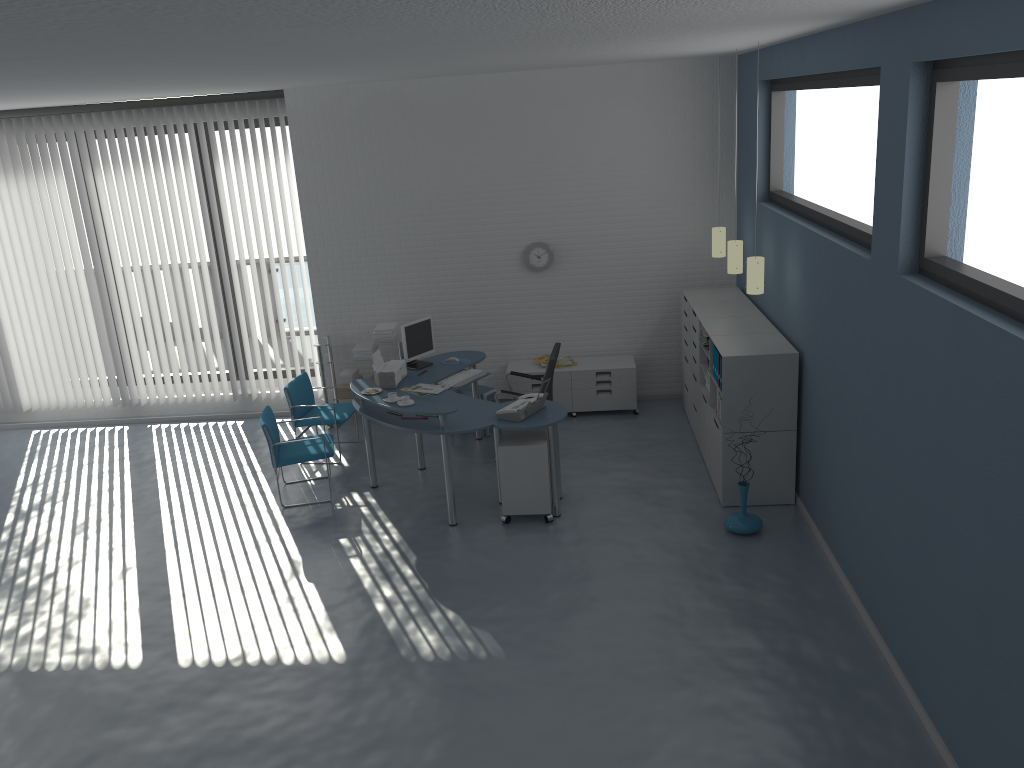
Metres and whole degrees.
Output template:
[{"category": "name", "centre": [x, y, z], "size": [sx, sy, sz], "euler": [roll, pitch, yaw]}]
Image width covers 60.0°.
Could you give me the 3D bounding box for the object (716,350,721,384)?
[{"category": "object", "centre": [1.593, -0.123, 6.484], "size": [0.181, 0.247, 0.082], "euler": [-3, 17, 4]}]

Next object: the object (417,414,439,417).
[{"category": "object", "centre": [-0.612, 0.235, 6.554], "size": [0.200, 0.010, 0.011], "euler": [3, 19, 21]}]

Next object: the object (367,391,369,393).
[{"category": "object", "centre": [-1.091, 0.061, 6.744], "size": [0.027, 0.005, 0.025], "euler": [11, 23, 39]}]

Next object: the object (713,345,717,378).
[{"category": "object", "centre": [1.602, -0.174, 6.642], "size": [0.181, 0.247, 0.082], "euler": [-3, 17, 4]}]

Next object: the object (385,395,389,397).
[{"category": "object", "centre": [-0.917, 0.089, 6.600], "size": [0.025, 0.021, 0.119], "euler": [-17, 22, -37]}]

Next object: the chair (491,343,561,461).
[{"category": "chair", "centre": [0.094, 0.175, 7.559], "size": [0.652, 0.948, 0.584], "euler": [-1, 18, 9]}]

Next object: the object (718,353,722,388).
[{"category": "object", "centre": [1.588, -0.098, 6.404], "size": [0.181, 0.247, 0.082], "euler": [-3, 17, 4]}]

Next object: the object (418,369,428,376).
[{"category": "object", "centre": [-0.771, -0.100, 7.658], "size": [0.013, 0.013, 0.178], "euler": [3, 19, 21]}]

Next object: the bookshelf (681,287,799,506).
[{"category": "bookshelf", "centre": [1.824, -0.004, 7.392], "size": [0.521, 1.141, 2.294], "euler": [-3, 17, 4]}]

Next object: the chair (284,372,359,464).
[{"category": "chair", "centre": [-1.697, 0.291, 8.008], "size": [0.543, 0.707, 0.542], "euler": [-1, 18, 9]}]

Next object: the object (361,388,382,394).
[{"category": "object", "centre": [-1.066, 0.058, 6.746], "size": [0.162, 0.011, 0.162], "euler": [-20, 23, -41]}]

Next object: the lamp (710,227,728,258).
[{"category": "lamp", "centre": [1.784, -1.988, 7.646], "size": [0.120, 1.786, 0.120], "euler": [-16, 21, -34]}]

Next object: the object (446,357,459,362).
[{"category": "object", "centre": [-0.533, -0.220, 7.940], "size": [0.115, 0.035, 0.054], "euler": [0, 18, 14]}]

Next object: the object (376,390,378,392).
[{"category": "object", "centre": [-1.030, 0.054, 6.752], "size": [0.025, 0.005, 0.027], "euler": [-13, 19, -27]}]

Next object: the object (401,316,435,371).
[{"category": "object", "centre": [-0.864, -0.357, 7.823], "size": [0.212, 0.417, 0.365], "euler": [9, 22, 36]}]

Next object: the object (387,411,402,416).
[{"category": "object", "centre": [-0.886, 0.217, 6.669], "size": [0.178, 0.013, 0.013], "euler": [11, 23, 41]}]

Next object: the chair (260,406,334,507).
[{"category": "chair", "centre": [-1.712, 0.551, 7.177], "size": [0.543, 0.707, 0.542], "euler": [-7, 18, -10]}]

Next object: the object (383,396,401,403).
[{"category": "object", "centre": [-0.874, 0.115, 6.518], "size": [0.119, 0.016, 0.119], "euler": [11, 23, 40]}]

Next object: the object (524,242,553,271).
[{"category": "object", "centre": [0.260, -1.227, 8.543], "size": [0.279, 0.277, 0.041], "euler": [-3, 17, 4]}]

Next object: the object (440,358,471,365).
[{"category": "object", "centre": [-0.500, -0.214, 7.942], "size": [0.285, 0.026, 0.213], "euler": [1, 18, 17]}]

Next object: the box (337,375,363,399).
[{"category": "box", "centre": [-1.601, 0.029, 8.799], "size": [0.207, 0.133, 0.347], "euler": [-4, 17, 0]}]

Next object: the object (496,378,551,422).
[{"category": "object", "centre": [0.101, 0.077, 6.444], "size": [0.399, 0.280, 0.405], "euler": [7, 21, 33]}]

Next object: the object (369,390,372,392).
[{"category": "object", "centre": [-1.075, 0.054, 6.749], "size": [0.025, 0.005, 0.027], "euler": [-1, 18, 9]}]

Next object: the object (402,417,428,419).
[{"category": "object", "centre": [-0.713, 0.250, 6.528], "size": [0.200, 0.010, 0.011], "euler": [0, 18, 13]}]

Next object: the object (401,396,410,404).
[{"category": "object", "centre": [-0.766, 0.114, 6.416], "size": [0.062, 0.049, 0.078], "euler": [4, 19, 25]}]

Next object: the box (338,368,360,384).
[{"category": "box", "centre": [-1.608, -0.077, 8.766], "size": [0.139, 0.090, 0.234], "euler": [-1, 18, 9]}]

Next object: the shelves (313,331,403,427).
[{"category": "shelves", "centre": [-1.423, -0.047, 8.789], "size": [0.896, 0.848, 0.441], "euler": [-3, 17, 5]}]

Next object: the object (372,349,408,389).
[{"category": "object", "centre": [-1.029, -0.143, 7.420], "size": [0.197, 0.273, 0.392], "euler": [-1, 18, 9]}]

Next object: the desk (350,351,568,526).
[{"category": "desk", "centre": [-0.548, 0.359, 7.197], "size": [1.402, 0.900, 2.282], "euler": [-10, 18, -19]}]

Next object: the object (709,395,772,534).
[{"category": "object", "centre": [1.561, 0.556, 5.962], "size": [0.312, 0.972, 0.357], "euler": [-10, 18, -19]}]

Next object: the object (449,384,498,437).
[{"category": "object", "centre": [-0.356, 0.238, 8.347], "size": [0.471, 0.422, 0.199], "euler": [10, 22, 37]}]

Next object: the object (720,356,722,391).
[{"category": "object", "centre": [1.583, -0.073, 6.324], "size": [0.181, 0.247, 0.082], "euler": [-3, 17, 4]}]

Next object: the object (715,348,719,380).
[{"category": "object", "centre": [1.598, -0.149, 6.563], "size": [0.181, 0.247, 0.082], "euler": [-3, 17, 4]}]

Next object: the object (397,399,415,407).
[{"category": "object", "centre": [-0.767, 0.139, 6.417], "size": [0.119, 0.016, 0.119], "euler": [-9, 18, -16]}]

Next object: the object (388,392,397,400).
[{"category": "object", "centre": [-0.877, 0.090, 6.518], "size": [0.062, 0.049, 0.078], "euler": [-6, 17, -5]}]

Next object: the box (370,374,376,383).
[{"category": "box", "centre": [-1.308, 0.015, 8.777], "size": [0.207, 0.133, 0.347], "euler": [-3, 17, 5]}]

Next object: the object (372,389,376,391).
[{"category": "object", "centre": [-1.048, 0.047, 6.764], "size": [0.027, 0.005, 0.025], "euler": [-18, 22, -37]}]

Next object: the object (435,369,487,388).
[{"category": "object", "centre": [-0.441, -0.057, 7.652], "size": [0.276, 0.028, 0.478], "euler": [8, 21, 34]}]
